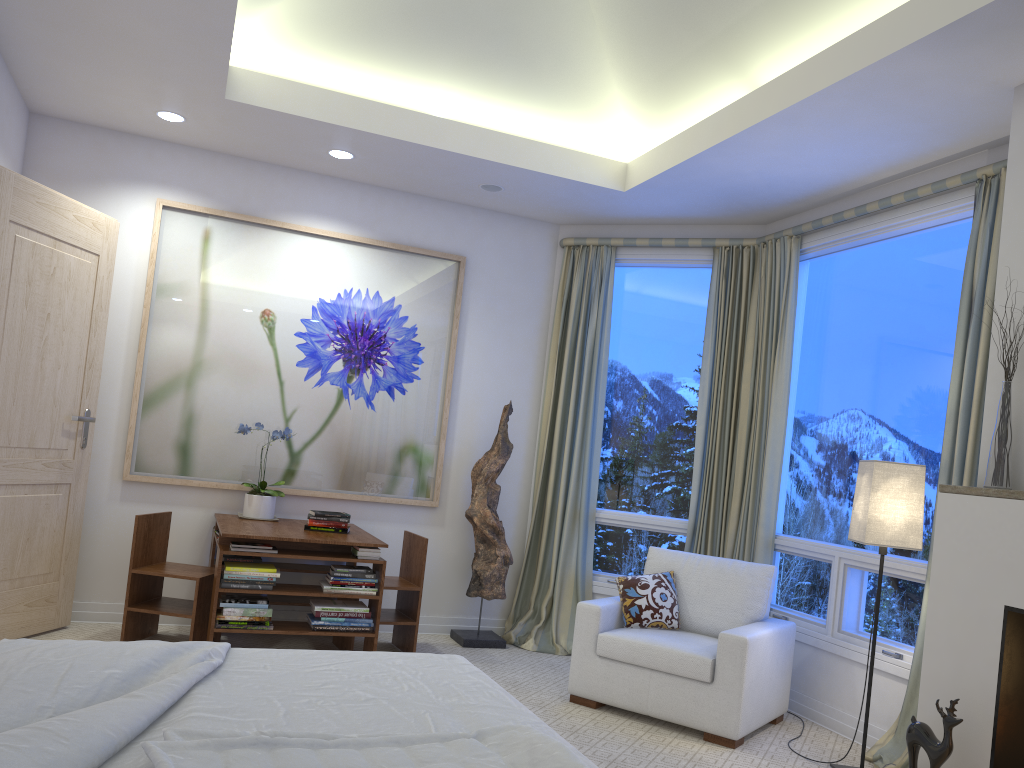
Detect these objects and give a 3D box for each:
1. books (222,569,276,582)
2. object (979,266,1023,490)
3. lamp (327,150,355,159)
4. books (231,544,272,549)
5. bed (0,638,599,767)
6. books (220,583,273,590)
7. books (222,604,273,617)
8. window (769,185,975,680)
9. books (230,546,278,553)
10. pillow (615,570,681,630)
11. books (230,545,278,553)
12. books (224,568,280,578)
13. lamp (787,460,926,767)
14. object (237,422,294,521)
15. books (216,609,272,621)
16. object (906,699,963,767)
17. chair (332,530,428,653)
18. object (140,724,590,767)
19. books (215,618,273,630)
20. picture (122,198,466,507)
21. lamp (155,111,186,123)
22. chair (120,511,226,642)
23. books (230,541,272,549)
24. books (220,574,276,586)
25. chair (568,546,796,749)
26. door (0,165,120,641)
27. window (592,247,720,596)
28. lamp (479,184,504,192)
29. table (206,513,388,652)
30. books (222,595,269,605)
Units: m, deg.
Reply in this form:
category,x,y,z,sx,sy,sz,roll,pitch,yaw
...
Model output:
category,x,y,z,sx,sy,sz,roll,pitch,yaw
books,-1.184,0.860,3.984,0.223,0.020,0.154,8,-5,-20
object,1.558,-0.013,2.810,0.189,0.691,0.193,6,-2,8
lamp,-0.869,-1.160,4.499,0.137,0.014,0.138,2,-6,41
books,-1.174,0.726,3.989,0.174,0.008,0.111,8,-5,-20
bed,-0.779,0.694,1.417,2.024,0.813,1.970,8,-5,-21
books,-1.194,0.897,3.975,0.218,0.020,0.157,8,-5,-20
books,-1.186,1.008,3.961,0.209,0.036,0.144,8,-5,-20
window,1.677,0.233,4.060,0.206,2.023,1.513,7,-3,-20
books,-1.163,0.740,3.987,0.201,0.015,0.140,8,-5,-20
pillow,0.637,1.000,4.127,0.285,0.271,0.187,7,-3,-11
books,-1.162,0.740,3.987,0.201,0.014,0.136,8,-5,-20
books,-1.172,0.844,3.999,0.240,0.019,0.173,8,-5,-15
lamp,1.292,0.941,4.020,0.276,1.203,1.531,7,-4,-8
object,-1.319,0.455,4.648,0.306,0.503,0.216,7,-2,-20
books,-1.201,1.033,3.957,0.234,0.022,0.141,8,-5,-20
object,1.299,1.115,2.733,0.097,0.307,0.179,8,-3,-33
chair,-0.682,1.068,4.558,0.341,0.609,0.340,7,-3,-25
object,-0.122,0.794,1.173,0.720,0.465,0.913,8,-4,-24
books,-1.202,1.073,3.968,0.243,0.019,0.168,8,-5,-20
picture,-1.131,-0.124,4.845,1.684,1.458,0.030,8,-2,-20
lamp,-1.625,-1.266,4.216,0.137,0.014,0.138,2,-6,41
chair,-1.593,0.942,4.241,0.340,0.609,0.341,6,-2,5
books,-1.175,0.726,3.989,0.177,0.009,0.113,8,-5,-20
books,-1.188,0.879,3.976,0.235,0.019,0.143,8,-5,-20
chair,0.789,1.138,4.034,0.805,0.705,0.690,4,-4,35
door,-2.142,0.091,3.492,0.361,2.051,1.787,6,-3,-3
window,1.818,0.107,2.353,0.816,2.021,6.848,7,-4,-20
lamp,-0.111,-1.053,4.783,0.137,0.014,0.138,2,-6,41
table,-1.107,1.013,4.391,0.742,0.599,0.901,8,-4,-20
books,-1.193,0.964,3.960,0.198,0.017,0.114,8,-5,-20
